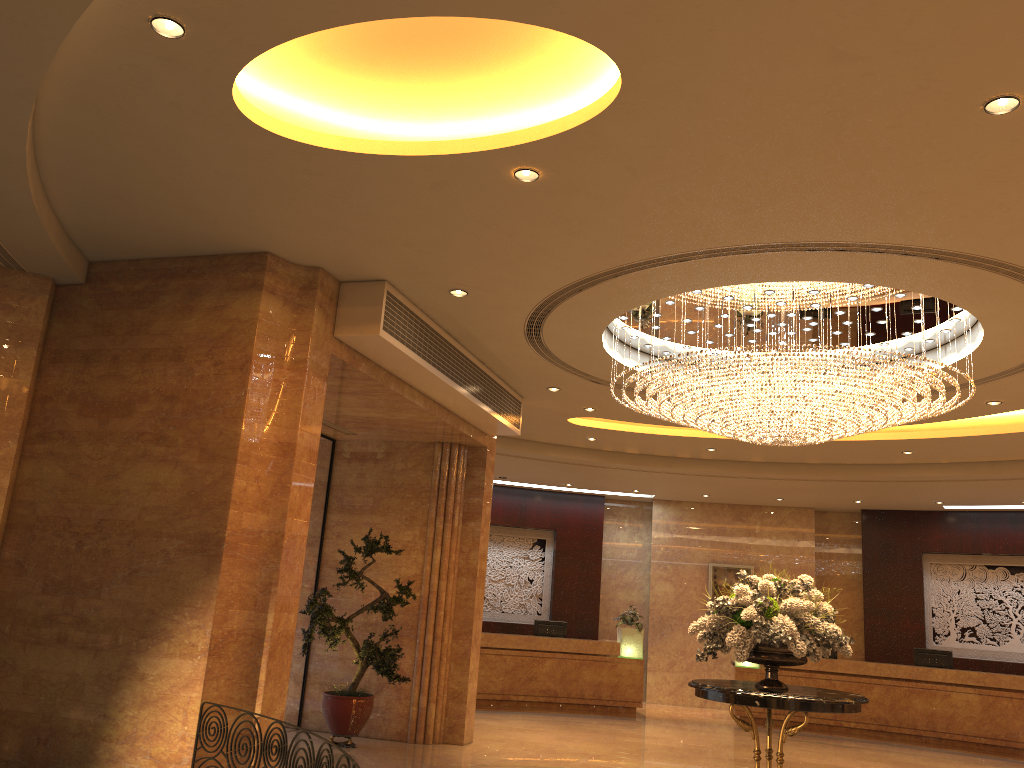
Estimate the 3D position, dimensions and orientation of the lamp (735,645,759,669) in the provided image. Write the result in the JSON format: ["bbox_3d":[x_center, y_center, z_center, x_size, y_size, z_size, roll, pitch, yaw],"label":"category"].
[{"bbox_3d":[4.117,4.492,15.584,0.577,0.925,0.542,-1,-15,20],"label":"lamp"}]

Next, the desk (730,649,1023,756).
[{"bbox_3d":[8.680,4.705,11.858,3.466,1.155,12.951,15,-18,-36],"label":"desk"}]

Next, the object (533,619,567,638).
[{"bbox_3d":[0.522,4.472,15.836,0.918,0.500,0.397,4,-14,0],"label":"object"}]

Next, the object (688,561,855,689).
[{"bbox_3d":[2.308,2.153,7.819,1.318,0.999,1.277,16,-19,-40],"label":"object"}]

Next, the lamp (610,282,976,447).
[{"bbox_3d":[2.536,-0.026,8.321,3.204,1.196,3.206,14,-17,-34],"label":"lamp"}]

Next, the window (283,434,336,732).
[{"bbox_3d":[-2.950,2.002,9.472,0.047,3.571,3.515,0,-15,17],"label":"window"}]

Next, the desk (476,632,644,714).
[{"bbox_3d":[-0.153,4.924,15.346,5.227,1.155,1.570,9,-15,-17],"label":"desk"}]

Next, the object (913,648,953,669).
[{"bbox_3d":[7.057,4.699,14.850,0.430,0.500,0.531,10,-15,-21],"label":"object"}]

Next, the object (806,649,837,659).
[{"bbox_3d":[5.402,4.761,15.586,0.430,0.500,0.531,14,-17,-34],"label":"object"}]

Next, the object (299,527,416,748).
[{"bbox_3d":[-1.726,2.797,9.889,1.250,2.363,0.843,5,-14,-1],"label":"object"}]

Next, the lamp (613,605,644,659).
[{"bbox_3d":[2.077,4.373,15.721,0.570,0.923,0.580,1,-15,14],"label":"lamp"}]

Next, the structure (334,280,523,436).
[{"bbox_3d":[-0.679,-0.111,9.332,0.425,0.483,4.113,0,-15,17],"label":"structure"}]

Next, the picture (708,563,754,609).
[{"bbox_3d":[4.353,4.041,17.614,0.875,0.890,0.068,2,-14,9],"label":"picture"}]

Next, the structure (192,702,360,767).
[{"bbox_3d":[-2.827,1.620,2.025,3.815,0.995,7.624,-6,-17,35],"label":"structure"}]

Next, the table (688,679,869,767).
[{"bbox_3d":[2.242,3.153,7.530,1.493,1.089,1.493,1,-14,11],"label":"table"}]
